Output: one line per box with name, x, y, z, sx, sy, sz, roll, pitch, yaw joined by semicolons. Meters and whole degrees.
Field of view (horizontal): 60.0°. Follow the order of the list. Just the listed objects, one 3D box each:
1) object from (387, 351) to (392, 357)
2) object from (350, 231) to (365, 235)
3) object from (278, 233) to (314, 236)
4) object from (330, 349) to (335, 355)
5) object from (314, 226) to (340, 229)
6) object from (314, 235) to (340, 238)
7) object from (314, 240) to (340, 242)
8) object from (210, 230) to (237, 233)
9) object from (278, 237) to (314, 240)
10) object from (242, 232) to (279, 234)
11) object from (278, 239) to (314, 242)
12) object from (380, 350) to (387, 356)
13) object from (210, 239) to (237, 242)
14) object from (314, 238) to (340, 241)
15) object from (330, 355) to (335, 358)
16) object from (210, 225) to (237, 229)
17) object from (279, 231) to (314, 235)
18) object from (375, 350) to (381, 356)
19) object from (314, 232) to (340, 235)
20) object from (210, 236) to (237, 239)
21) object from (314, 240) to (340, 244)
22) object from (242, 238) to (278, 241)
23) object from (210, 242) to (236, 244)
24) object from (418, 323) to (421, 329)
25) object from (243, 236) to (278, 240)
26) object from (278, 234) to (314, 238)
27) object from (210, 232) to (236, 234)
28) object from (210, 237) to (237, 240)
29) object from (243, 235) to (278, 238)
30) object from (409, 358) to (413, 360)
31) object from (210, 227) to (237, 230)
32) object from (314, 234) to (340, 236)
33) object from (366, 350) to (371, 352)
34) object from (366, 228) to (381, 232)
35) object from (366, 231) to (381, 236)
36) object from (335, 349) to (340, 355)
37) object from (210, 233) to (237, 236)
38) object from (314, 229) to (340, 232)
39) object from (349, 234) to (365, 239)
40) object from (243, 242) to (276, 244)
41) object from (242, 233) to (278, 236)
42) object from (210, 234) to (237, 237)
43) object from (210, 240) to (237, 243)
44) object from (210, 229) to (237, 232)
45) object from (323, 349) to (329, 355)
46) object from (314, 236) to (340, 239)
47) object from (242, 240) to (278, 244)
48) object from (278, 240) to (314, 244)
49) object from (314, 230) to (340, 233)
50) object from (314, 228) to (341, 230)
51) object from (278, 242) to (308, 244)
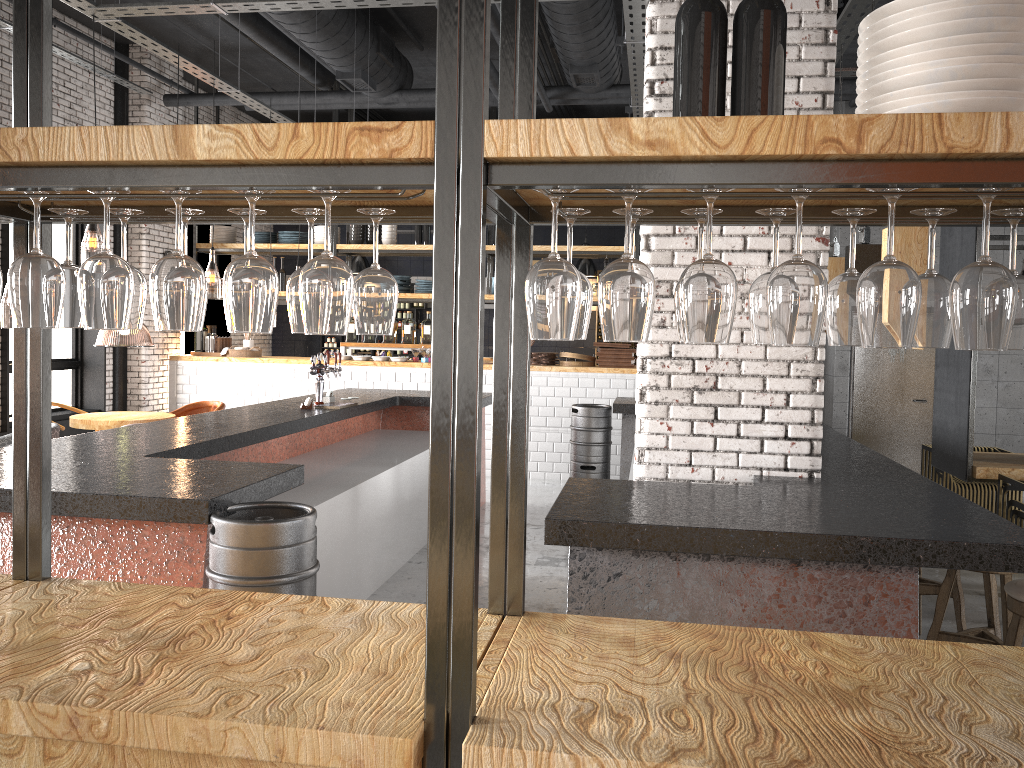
object;-1.989;-0.496;14.436;0.089;0.108;0.107;0;3;-31
object;-1.983;-1.901;11.370;0.196;0.102;0.196;4;4;38
object;-2.797;-1.920;11.492;0.454;0.050;0.454;0;3;-15
object;-2.960;-0.523;14.603;0.090;0.101;0.111;0;3;-30
object;-2.379;-2.001;11.425;0.335;0.039;0.335;0;3;-17
object;-2.382;-1.888;11.428;0.334;0.040;0.335;-1;4;-36
object;-2.383;-1.830;11.430;0.335;0.037;0.335;0;4;-25
object;-3.792;-1.987;11.650;0.335;0.034;0.335;0;3;-15
object;-2.798;-1.872;11.495;0.454;0.038;0.454;2;3;10
object;-3.280;-1.959;11.568;0.454;0.050;0.454;3;4;22
object;-2.800;-1.849;11.496;0.454;0.042;0.454;-1;4;-31
object;-2.095;-0.499;14.453;0.092;0.108;0.105;2;3;20
object;-3.795;-1.874;11.654;0.334;0.039;0.335;1;3;-4
object;-2.383;-1.850;11.430;0.334;0.040;0.335;0;4;-27
object;-2.963;-0.422;14.607;0.090;0.101;0.111;-1;3;-35
object;-3.790;-2.045;11.648;0.334;0.039;0.335;1;3;0
object;-2.796;-1.943;11.493;0.454;0.039;0.454;3;4;28
object;-2.189;-0.504;14.467;0.092;0.112;0.100;1;3;-5
object;-2.382;-1.924;11.427;0.334;0.042;0.335;1;3;-7
object;-3.794;-1.914;11.652;0.334;0.042;0.335;-1;4;-31
object;-2.383;-1.811;11.433;0.335;0.045;0.335;1;3;-10
object;-3.282;-1.864;11.573;0.454;0.044;0.454;2;3;4
object;-3.795;-1.835;11.656;0.335;0.033;0.335;-2;5;-43
object;-1.468;-0.938;14.338;0.089;0.108;0.107;0;3;-31
object;-3.281;-1.887;11.572;0.454;0.038;0.454;0;3;-14
object;-2.798;-1.895;11.495;0.454;0.037;0.454;-1;4;-37
object;-3.792;-1.968;11.651;0.335;0.038;0.335;3;4;30
object;-3.794;-1.894;11.655;0.335;0.044;0.335;0;4;-24
object;-3.281;-1.911;11.570;0.454;0.043;0.454;2;3;14
object;-1.632;-0.372;14.384;0.092;0.108;0.105;2;3;20
object;-3.791;-2.026;11.649;0.335;0.041;0.335;2;3;5
object;-2.382;-1.904;11.428;0.335;0.039;0.335;2;3;17
object;-2.345;-0.661;14.491;0.079;0.280;0.079;0;2;-22
object;-1.773;-1.938;11.333;0.196;0.102;0.196;2;3;19
object;-1.772;-1.894;11.332;0.196;0.107;0.196;0;3;-19
object;-2.861;-0.520;14.588;0.090;0.101;0.111;0;3;-25
object;-3.794;-1.949;11.652;0.335;0.043;0.335;-2;4;-42
object;-2.381;-1.963;11.427;0.335;0.044;0.335;0;4;-20
object;-1.985;-1.857;11.372;0.196;0.104;0.196;0;3;-27
object;-3.282;-1.816;11.575;0.454;0.033;0.454;2;3;17
object;-3.281;-1.935;11.570;0.454;0.047;0.454;2;3;6
object;-3.794;-1.933;11.652;0.335;0.038;0.335;4;4;34
object;-3.795;-1.855;11.656;0.335;0.042;0.335;-2;5;-42
object;-3.792;-2.007;11.649;0.334;0.040;0.335;1;3;-1
object;-3.071;-0.531;14.609;0.119;0.111;0.085;0;3;-32
object;-2.382;-1.869;11.430;0.335;0.039;0.335;0;4;-25
object;-3.283;-1.840;11.574;0.454;0.043;0.454;2;3;12
object;-2.799;-1.825;11.498;0.454;0.045;0.454;0;3;-16
object;-2.381;-1.943;11.427;0.335;0.041;0.335;0;4;-22
object;-2.380;-1.982;11.425;0.334;0.039;0.335;0;3;-16
object;-2.800;-1.801;11.498;0.454;0.033;0.454;2;3;17
